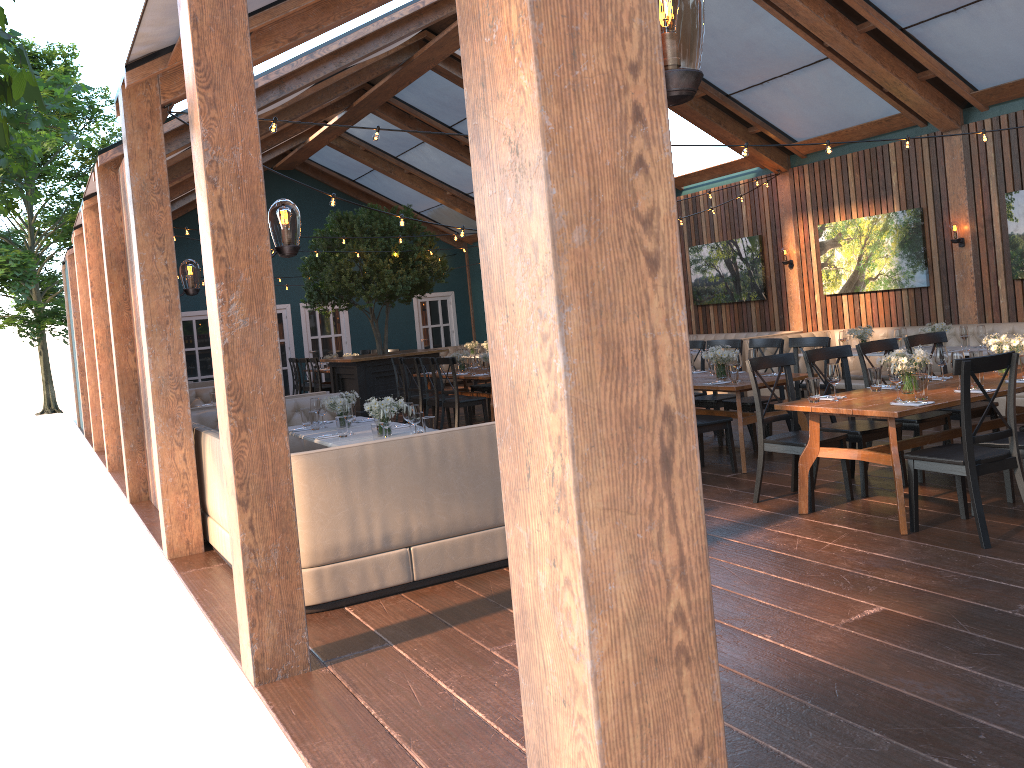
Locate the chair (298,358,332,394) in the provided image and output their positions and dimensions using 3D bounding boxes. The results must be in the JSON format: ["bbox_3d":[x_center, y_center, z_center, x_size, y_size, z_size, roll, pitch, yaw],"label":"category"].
[{"bbox_3d":[-3.842,-0.020,17.294,0.541,1.019,0.476,-6,2,-33],"label":"chair"}]

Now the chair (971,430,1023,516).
[{"bbox_3d":[3.077,0.273,5.319,0.479,1.019,0.538,-6,2,-33],"label":"chair"}]

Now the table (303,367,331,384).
[{"bbox_3d":[-3.383,0.039,17.845,0.953,0.728,2.429,-7,4,-28],"label":"table"}]

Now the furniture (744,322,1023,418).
[{"bbox_3d":[4.807,-0.195,10.242,1.715,0.858,4.155,-7,5,-28],"label":"furniture"}]

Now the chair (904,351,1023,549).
[{"bbox_3d":[2.588,0.340,5.052,0.478,1.019,0.539,-6,2,-23],"label":"chair"}]

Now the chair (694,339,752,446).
[{"bbox_3d":[2.089,0.073,9.044,0.541,1.019,0.476,-6,2,-33],"label":"chair"}]

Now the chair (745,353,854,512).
[{"bbox_3d":[1.987,0.309,6.159,0.479,1.019,0.538,-6,2,-33],"label":"chair"}]

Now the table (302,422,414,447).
[{"bbox_3d":[-1.141,0.711,6.994,0.801,0.671,0.798,-7,3,-28],"label":"table"}]

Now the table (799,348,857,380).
[{"bbox_3d":[4.040,-0.069,10.755,0.801,0.671,0.798,-7,3,-29],"label":"table"}]

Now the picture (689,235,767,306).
[{"bbox_3d":[3.451,-1.806,14.275,0.065,0.996,1.649,-6,3,-28],"label":"picture"}]

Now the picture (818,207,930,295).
[{"bbox_3d":[4.786,-1.739,11.827,0.065,0.996,1.649,-6,3,-28],"label":"picture"}]

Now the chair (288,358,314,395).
[{"bbox_3d":[-4.319,-0.055,18.309,0.541,1.019,0.477,-6,1,-23],"label":"chair"}]

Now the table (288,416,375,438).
[{"bbox_3d":[-1.530,0.691,7.711,0.801,0.671,0.798,-7,3,-29],"label":"table"}]

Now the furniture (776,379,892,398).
[{"bbox_3d":[3.855,0.166,9.718,0.314,0.398,2.327,-6,4,-28],"label":"furniture"}]

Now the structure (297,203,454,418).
[{"bbox_3d":[-2.362,-1.379,15.711,2.720,3.692,2.850,-6,2,-20],"label":"structure"}]

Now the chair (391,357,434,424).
[{"bbox_3d":[-1.447,0.099,12.917,0.541,1.019,0.477,-6,1,-23],"label":"chair"}]

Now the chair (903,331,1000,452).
[{"bbox_3d":[3.457,0.108,6.962,0.479,1.019,0.539,-6,2,-28],"label":"chair"}]

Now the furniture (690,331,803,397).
[{"bbox_3d":[2.652,-0.306,14.216,1.715,0.858,4.155,-7,5,-28],"label":"furniture"}]

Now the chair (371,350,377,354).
[{"bbox_3d":[-2.986,-0.187,18.400,0.541,1.019,0.477,-6,1,-23],"label":"chair"}]

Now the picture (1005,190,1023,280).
[{"bbox_3d":[6.099,-1.673,9.420,0.065,0.996,1.649,-6,3,-28],"label":"picture"}]

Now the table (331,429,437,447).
[{"bbox_3d":[-0.752,0.731,6.277,0.801,0.671,0.798,-7,3,-29],"label":"table"}]

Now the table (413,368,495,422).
[{"bbox_3d":[-0.464,0.189,12.464,0.953,0.728,2.429,-7,4,-28],"label":"table"}]

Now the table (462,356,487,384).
[{"bbox_3d":[-0.614,-0.308,19.334,0.801,0.671,0.798,-7,3,-28],"label":"table"}]

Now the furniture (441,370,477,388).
[{"bbox_3d":[-1.193,-0.092,19.024,0.314,0.398,2.327,-6,4,-28],"label":"furniture"}]

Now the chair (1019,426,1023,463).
[{"bbox_3d":[3.568,0.206,5.587,0.479,1.019,0.539,-6,2,-28],"label":"chair"}]

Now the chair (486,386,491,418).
[{"bbox_3d":[-0.073,-0.038,13.029,0.541,1.019,0.476,-6,2,-33],"label":"chair"}]

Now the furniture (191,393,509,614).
[{"bbox_3d":[-1.484,0.664,6.797,1.715,0.858,4.155,-7,5,-28],"label":"furniture"}]

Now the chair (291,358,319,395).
[{"bbox_3d":[-4.122,-0.032,17.779,0.541,1.019,0.477,-6,1,-23],"label":"chair"}]

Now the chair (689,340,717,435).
[{"bbox_3d":[1.822,0.059,9.536,0.541,1.019,0.476,-6,2,-28],"label":"chair"}]

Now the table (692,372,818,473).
[{"bbox_3d":[1.686,0.299,8.501,0.953,0.728,2.429,-7,4,-28],"label":"table"}]

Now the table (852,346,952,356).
[{"bbox_3d":[4.429,-0.049,10.038,0.801,0.671,0.798,-7,3,-28],"label":"table"}]

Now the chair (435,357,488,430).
[{"bbox_3d":[-0.656,0.142,11.435,0.541,1.019,0.476,-6,2,-33],"label":"chair"}]

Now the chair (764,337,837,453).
[{"bbox_3d":[2.623,0.100,8.060,0.541,1.019,0.476,-6,2,-28],"label":"chair"}]

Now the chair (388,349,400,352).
[{"bbox_3d":[-2.462,-0.157,17.391,0.476,1.019,0.541,-4,2,45],"label":"chair"}]

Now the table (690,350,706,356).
[{"bbox_3d":[2.664,-0.140,13.291,0.801,0.671,0.798,-7,3,-29],"label":"table"}]

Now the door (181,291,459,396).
[{"bbox_3d":[-4.976,-0.776,20.658,8.198,2.207,0.173,-8,2,-28],"label":"door"}]

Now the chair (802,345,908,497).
[{"bbox_3d":[2.477,0.242,6.427,0.479,1.019,0.539,-6,2,-28],"label":"chair"}]

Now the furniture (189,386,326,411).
[{"bbox_3d":[-3.644,0.553,10.780,1.715,0.858,4.155,-7,5,-28],"label":"furniture"}]

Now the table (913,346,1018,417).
[{"bbox_3d":[4.818,-0.030,9.321,0.801,0.671,0.798,-7,3,-29],"label":"table"}]

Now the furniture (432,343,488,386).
[{"bbox_3d":[-0.227,-0.453,19.522,1.715,0.858,4.155,-7,5,-28],"label":"furniture"}]

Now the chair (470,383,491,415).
[{"bbox_3d":[-0.340,-0.052,13.522,0.541,1.019,0.476,-6,2,-28],"label":"chair"}]

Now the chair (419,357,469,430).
[{"bbox_3d":[-0.923,0.128,11.927,0.541,1.019,0.477,-6,2,-25],"label":"chair"}]

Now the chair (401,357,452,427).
[{"bbox_3d":[-1.212,0.117,12.408,0.541,1.019,0.476,-6,2,-33],"label":"chair"}]

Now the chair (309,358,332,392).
[{"bbox_3d":[-3.532,-0.012,16.825,0.541,1.019,0.476,-6,2,-28],"label":"chair"}]

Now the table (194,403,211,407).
[{"bbox_3d":[-3.683,0.581,11.681,0.801,0.671,0.798,-7,3,-29],"label":"table"}]

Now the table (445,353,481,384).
[{"bbox_3d":[-1.002,-0.328,20.051,0.801,0.671,0.798,-7,3,-29],"label":"table"}]

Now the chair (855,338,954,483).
[{"bbox_3d":[2.967,0.175,6.695,0.479,1.019,0.538,-6,2,-33],"label":"chair"}]

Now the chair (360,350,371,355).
[{"bbox_3d":[-3.253,-0.201,18.891,0.541,1.019,0.476,-6,2,-33],"label":"chair"}]

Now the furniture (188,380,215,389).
[{"bbox_3d":[-6.528,0.405,16.095,1.715,0.858,4.155,-7,5,-28],"label":"furniture"}]

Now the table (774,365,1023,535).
[{"bbox_3d":[3.057,0.365,6.026,2.438,0.729,0.949,-8,4,-28],"label":"table"}]

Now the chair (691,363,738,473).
[{"bbox_3d":[1.521,0.251,7.457,0.541,1.019,0.476,-6,2,-28],"label":"chair"}]

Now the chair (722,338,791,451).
[{"bbox_3d":[2.356,0.086,8.552,0.541,1.019,0.477,-6,1,-23],"label":"chair"}]
